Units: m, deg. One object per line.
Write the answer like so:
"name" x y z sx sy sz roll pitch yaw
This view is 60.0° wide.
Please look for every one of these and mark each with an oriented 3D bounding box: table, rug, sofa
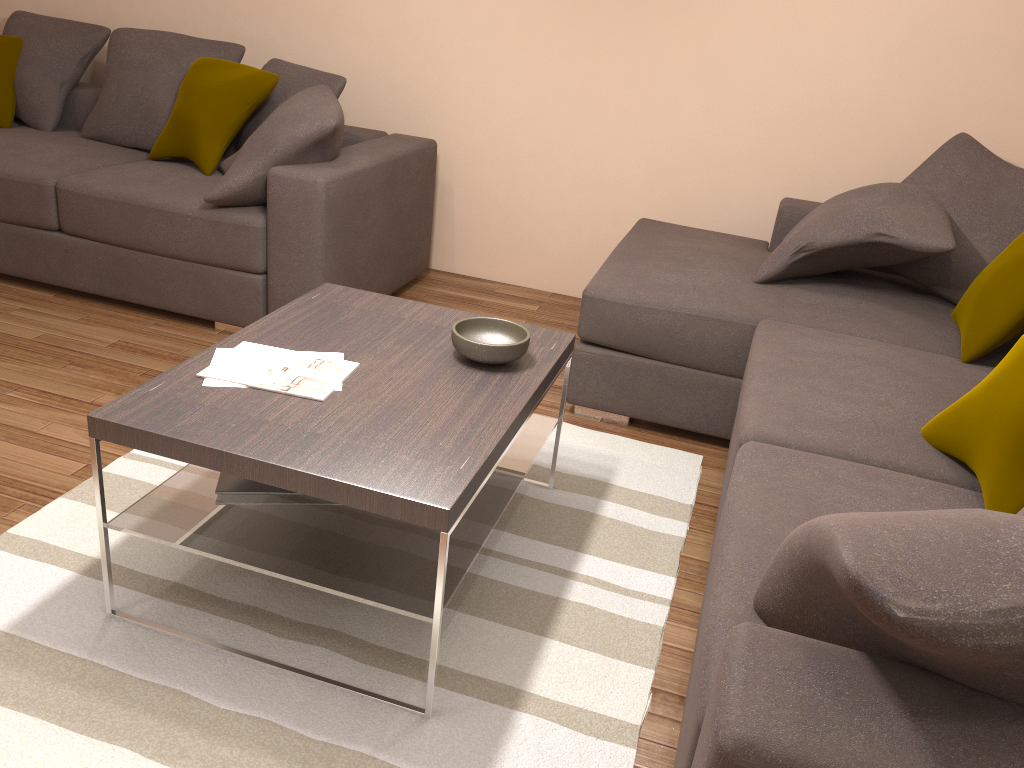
"table" -0.399 0.209 2.462 0.856 0.558 1.110 13 25 13
"rug" -0.436 0.464 2.570 1.791 0.024 2.122 13 25 13
"sofa" 0.995 0.175 2.683 1.906 0.776 3.565 13 25 13
"sofa" -2.380 -0.942 4.276 3.565 0.776 1.906 13 25 13

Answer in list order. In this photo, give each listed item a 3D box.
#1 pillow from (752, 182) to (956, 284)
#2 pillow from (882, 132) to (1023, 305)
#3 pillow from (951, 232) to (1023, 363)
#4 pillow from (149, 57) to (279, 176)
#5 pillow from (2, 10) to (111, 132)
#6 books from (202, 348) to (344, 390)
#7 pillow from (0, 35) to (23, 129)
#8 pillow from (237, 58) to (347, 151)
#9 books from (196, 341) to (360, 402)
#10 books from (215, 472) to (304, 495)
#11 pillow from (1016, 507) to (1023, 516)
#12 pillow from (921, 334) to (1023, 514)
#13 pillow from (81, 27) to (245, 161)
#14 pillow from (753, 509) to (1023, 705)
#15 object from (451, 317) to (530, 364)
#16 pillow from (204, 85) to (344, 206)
"pillow" 1.348 -0.577 3.484 0.645 0.415 0.792 15 25 18
"pillow" 1.781 -0.667 3.526 0.483 0.578 0.806 -7 28 -28
"pillow" 1.754 -0.317 3.048 0.335 0.486 0.631 14 25 15
"pillow" -1.403 -1.261 4.197 0.658 0.492 0.382 25 30 35
"pillow" -2.607 -1.723 4.891 0.787 0.576 0.431 20 27 27
"books" -0.604 -0.036 2.280 0.332 0.008 0.241 2 25 -10
"pillow" -2.885 -1.633 4.763 0.631 0.486 0.335 10 24 6
"pillow" -1.155 -1.257 4.408 0.399 0.635 0.811 -8 28 -30
"books" -0.590 -0.035 2.265 0.332 0.010 0.241 11 24 9
"books" -0.598 0.228 2.357 0.332 0.008 0.241 2 25 -10
"pillow" 1.224 0.152 1.519 0.811 0.635 0.399 -6 27 -26
"pillow" 1.252 0.071 1.987 0.382 0.492 0.658 8 24 3
"pillow" -1.809 -1.494 4.564 0.783 0.590 0.459 15 25 17
"pillow" 0.760 0.380 1.239 0.749 0.470 0.560 11 24 9
"object" -0.062 -0.112 2.480 0.219 0.081 0.219 15 25 17
"pillow" -1.023 -1.043 3.863 0.560 0.470 0.749 1 25 -13
